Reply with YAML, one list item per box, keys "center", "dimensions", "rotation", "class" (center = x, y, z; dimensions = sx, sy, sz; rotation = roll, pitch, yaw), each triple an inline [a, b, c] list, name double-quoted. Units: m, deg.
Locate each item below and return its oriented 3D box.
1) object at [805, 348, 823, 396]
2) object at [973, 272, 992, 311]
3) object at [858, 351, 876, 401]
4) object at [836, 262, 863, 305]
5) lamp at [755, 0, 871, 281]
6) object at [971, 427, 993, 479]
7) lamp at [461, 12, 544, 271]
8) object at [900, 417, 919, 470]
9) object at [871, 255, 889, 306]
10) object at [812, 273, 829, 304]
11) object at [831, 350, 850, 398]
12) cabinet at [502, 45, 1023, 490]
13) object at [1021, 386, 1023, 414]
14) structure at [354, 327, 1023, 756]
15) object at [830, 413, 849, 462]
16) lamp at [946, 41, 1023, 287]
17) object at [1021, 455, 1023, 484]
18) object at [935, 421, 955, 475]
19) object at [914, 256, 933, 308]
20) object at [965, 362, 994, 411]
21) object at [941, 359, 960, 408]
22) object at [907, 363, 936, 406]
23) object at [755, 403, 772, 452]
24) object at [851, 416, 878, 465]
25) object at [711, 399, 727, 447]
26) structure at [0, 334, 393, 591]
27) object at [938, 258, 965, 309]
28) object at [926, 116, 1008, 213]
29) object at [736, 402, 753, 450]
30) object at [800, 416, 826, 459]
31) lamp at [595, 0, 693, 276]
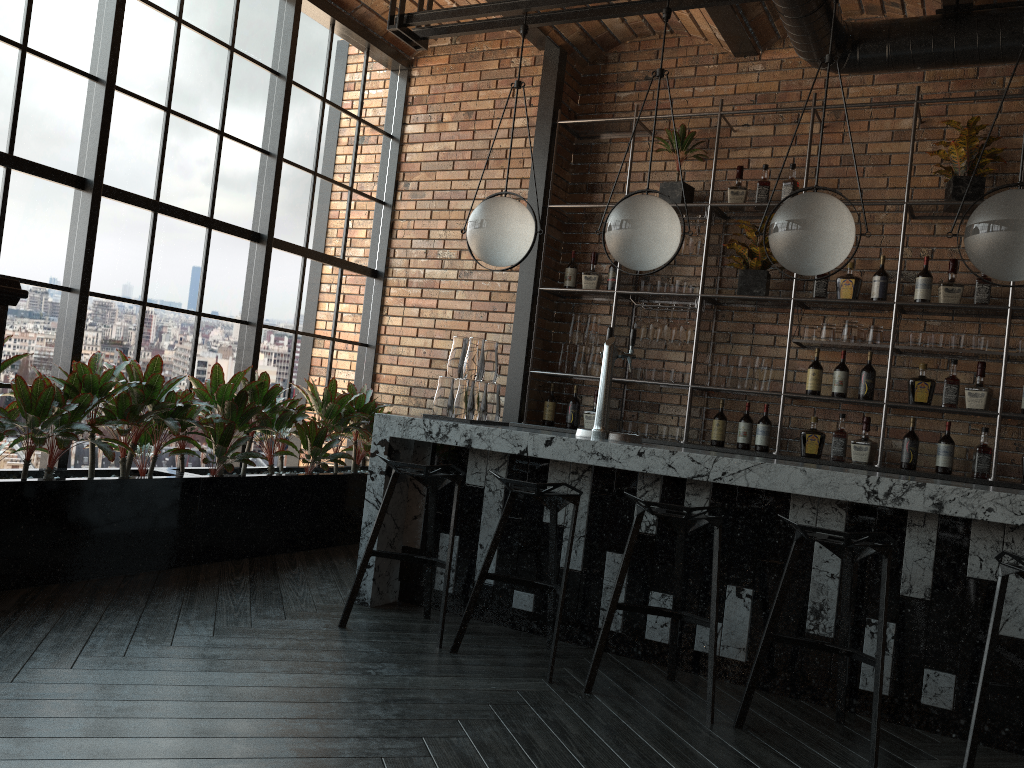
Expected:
- center: [1.825, -0.068, 5.336]
  dimensions: [0.086, 0.299, 0.086]
  rotation: [7, -2, -13]
  class: "object"
- center: [2.630, -0.555, 4.946]
  dimensions: [0.083, 0.282, 0.083]
  rotation: [6, -2, 28]
  class: "object"
- center: [2.084, -0.044, 5.193]
  dimensions: [0.086, 0.297, 0.086]
  rotation: [7, -2, -13]
  class: "object"
- center: [2.006, -0.599, 5.278]
  dimensions: [0.151, 0.248, 0.094]
  rotation: [6, -2, 32]
  class: "object"
- center: [1.311, -1.297, 3.673]
  dimensions: [0.340, 1.754, 0.340]
  rotation: [7, -2, -16]
  class: "lamp"
- center: [2.593, 0.380, 4.884]
  dimensions: [0.083, 0.282, 0.083]
  rotation: [6, -2, 13]
  class: "object"
- center: [0.024, -1.424, 4.363]
  dimensions: [0.340, 1.754, 0.340]
  rotation: [7, -2, -16]
  class: "lamp"
- center: [2.263, 0.338, 5.034]
  dimensions: [0.086, 0.297, 0.086]
  rotation: [7, -2, -28]
  class: "object"
- center: [2.166, -0.608, 5.211]
  dimensions: [0.086, 0.298, 0.086]
  rotation: [7, -2, -13]
  class: "object"
- center: [1.867, -0.630, 5.355]
  dimensions: [0.083, 0.282, 0.083]
  rotation: [6, -2, 13]
  class: "object"
- center: [1.964, -0.055, 5.289]
  dimensions: [0.086, 0.298, 0.086]
  rotation: [7, -2, -13]
  class: "object"
- center: [1.586, -0.511, 5.449]
  dimensions: [7.075, 3.779, 0.564]
  rotation: [6, -2, 28]
  class: "cabinet"
- center: [2.819, 0.029, 4.804]
  dimensions: [0.086, 0.298, 0.086]
  rotation: [7, -2, -13]
  class: "object"
- center: [2.129, 0.626, 3.772]
  dimensions: [5.346, 1.430, 1.930]
  rotation: [6, -2, 28]
  class: "structure"
- center: [1.938, 0.315, 5.236]
  dimensions: [0.083, 0.282, 0.083]
  rotation: [6, -2, 28]
  class: "object"
- center: [1.954, -1.233, 3.327]
  dimensions: [0.340, 1.754, 0.340]
  rotation: [7, -2, -16]
  class: "lamp"
- center: [2.819, 0.420, 4.761]
  dimensions: [0.151, 0.248, 0.094]
  rotation: [5, -2, 37]
  class: "object"
- center: [2.437, 0.356, 4.977]
  dimensions: [0.086, 0.298, 0.086]
  rotation: [7, -2, -13]
  class: "object"
- center: [2.369, -0.589, 5.095]
  dimensions: [0.086, 0.298, 0.086]
  rotation: [7, -2, -13]
  class: "object"
- center: [2.586, 0.016, 4.904]
  dimensions: [0.123, 0.279, 0.123]
  rotation: [5, -2, 42]
  class: "object"
- center: [2.471, 0.003, 4.981]
  dimensions: [0.083, 0.282, 0.083]
  rotation: [6, -2, 28]
  class: "object"
- center: [2.333, 0.007, 5.053]
  dimensions: [0.151, 0.248, 0.094]
  rotation: [6, -2, 17]
  class: "object"
- center: [1.551, 0.269, 5.453]
  dimensions: [0.086, 0.298, 0.086]
  rotation: [7, -2, -13]
  class: "object"
- center: [2.053, 0.328, 5.159]
  dimensions: [0.123, 0.279, 0.123]
  rotation: [5, -2, 42]
  class: "object"
- center: [1.308, 0.245, 5.581]
  dimensions: [0.086, 0.299, 0.086]
  rotation: [7, -2, -13]
  class: "object"
- center: [-1.759, 0.389, 4.656]
  dimensions: [0.757, 1.072, 4.107]
  rotation: [6, -2, 27]
  class: "structure"
- center: [2.482, -0.568, 5.009]
  dimensions: [0.123, 0.279, 0.123]
  rotation: [6, -2, 17]
  class: "object"
- center: [2.588, -1.255, 5.070]
  dimensions: [0.425, 0.526, 0.430]
  rotation: [6, -2, 30]
  class: "object"
- center: [1.458, 0.260, 5.530]
  dimensions: [0.086, 0.298, 0.086]
  rotation: [7, -2, -13]
  class: "object"
- center: [1.800, 0.319, 5.308]
  dimensions: [0.151, 0.248, 0.094]
  rotation: [6, -2, 17]
  class: "object"
- center: [0.667, -1.360, 4.018]
  dimensions: [0.340, 1.754, 0.340]
  rotation: [7, -2, -16]
  class: "lamp"
